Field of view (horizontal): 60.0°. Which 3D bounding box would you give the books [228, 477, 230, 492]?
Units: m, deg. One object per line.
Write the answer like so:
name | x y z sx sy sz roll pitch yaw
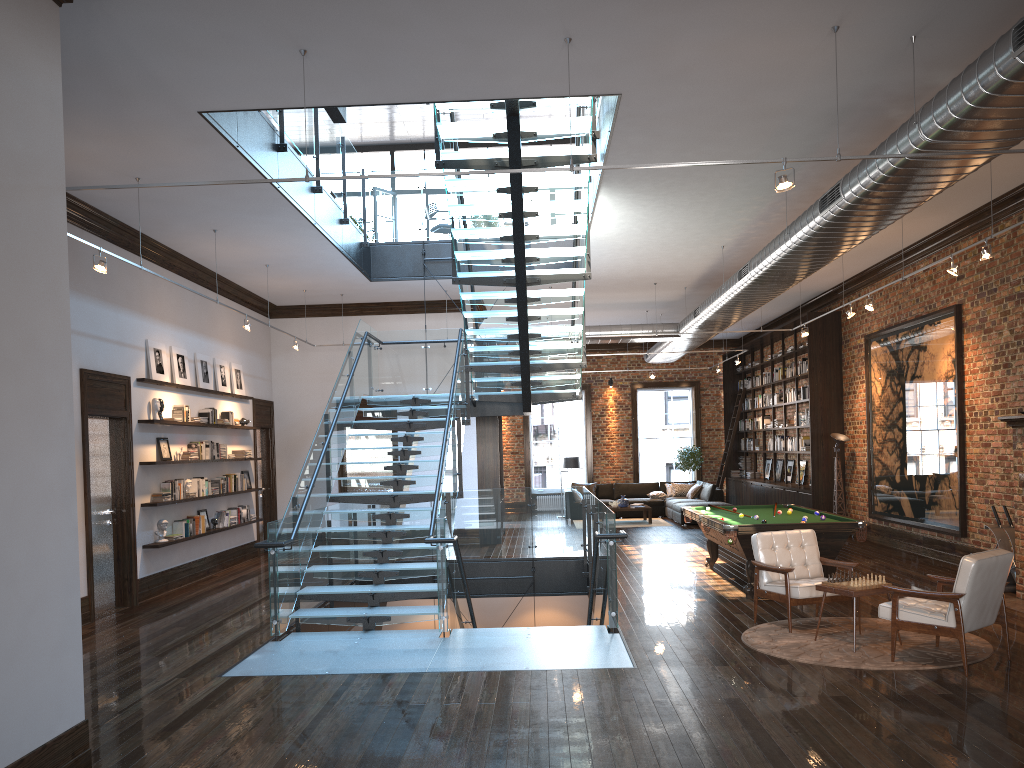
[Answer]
books | -4.319 1.518 13.330 0.142 0.224 0.014 -2 1 2

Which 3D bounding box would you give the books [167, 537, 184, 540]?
books | -4.356 1.991 11.415 0.141 0.011 0.287 -2 -4 4

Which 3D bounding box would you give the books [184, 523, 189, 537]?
books | -4.327 1.921 11.644 0.167 0.184 0.029 -2 1 2

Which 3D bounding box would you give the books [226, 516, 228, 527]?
books | -4.303 2.044 13.167 0.152 0.164 0.079 -2 0 2

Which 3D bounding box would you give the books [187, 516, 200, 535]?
books | -4.324 1.917 12.011 0.176 0.244 0.082 -2 0 2

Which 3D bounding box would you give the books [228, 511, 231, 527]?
books | -4.290 2.011 13.237 0.165 0.235 0.094 -2 0 2

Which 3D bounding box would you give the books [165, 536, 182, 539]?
books | -4.357 1.970 11.414 0.142 0.011 0.256 -2 -4 -1

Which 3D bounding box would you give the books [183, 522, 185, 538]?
books | -4.349 1.904 11.587 0.133 0.210 0.024 -2 1 2

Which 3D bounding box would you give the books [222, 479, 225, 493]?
books | -4.301 1.500 13.032 0.164 0.216 0.012 -2 1 2

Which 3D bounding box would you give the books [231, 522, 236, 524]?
books | -4.289 2.115 13.444 0.141 0.011 0.288 -2 -4 -3

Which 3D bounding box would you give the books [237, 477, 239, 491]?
books | -4.282 1.542 13.600 0.166 0.214 0.027 -2 1 2

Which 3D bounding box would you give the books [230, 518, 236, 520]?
books | -4.298 2.052 13.444 0.141 0.011 0.287 -2 -4 3

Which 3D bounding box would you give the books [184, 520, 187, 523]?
books | -4.355 1.908 11.712 0.114 0.220 0.022 -2 1 2

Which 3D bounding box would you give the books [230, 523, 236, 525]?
books | -4.295 2.126 13.445 0.142 0.011 0.256 -2 -4 3

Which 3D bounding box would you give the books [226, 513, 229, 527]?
books | -4.293 2.022 13.193 0.151 0.207 0.085 -2 0 2

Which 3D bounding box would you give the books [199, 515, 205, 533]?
books | -4.315 1.932 12.210 0.168 0.242 0.026 -2 1 2

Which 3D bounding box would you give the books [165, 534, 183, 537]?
books | -4.361 1.948 11.414 0.142 0.011 0.255 -2 -4 3

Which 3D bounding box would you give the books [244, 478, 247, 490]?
books | -4.273 1.586 13.999 0.156 0.186 0.051 -2 0 2

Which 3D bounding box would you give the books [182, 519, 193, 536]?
books | -4.339 1.916 11.862 0.140 0.226 0.060 -2 0 2

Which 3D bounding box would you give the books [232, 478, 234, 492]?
books | -4.303 1.537 13.465 0.159 0.205 0.015 -2 1 2

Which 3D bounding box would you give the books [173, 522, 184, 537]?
books | -4.355 1.906 11.569 0.131 0.203 0.011 -2 1 2

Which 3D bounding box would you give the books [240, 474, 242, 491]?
books | -4.289 1.536 13.787 0.169 0.254 0.035 -2 1 2

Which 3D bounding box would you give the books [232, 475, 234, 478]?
books | -4.300 1.511 13.481 0.144 0.260 0.019 -2 1 2

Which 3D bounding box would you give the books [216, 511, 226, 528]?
books | -4.310 1.998 13.085 0.146 0.234 0.142 -2 -1 2

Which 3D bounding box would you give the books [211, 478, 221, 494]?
books | -4.324 1.489 12.952 0.142 0.228 0.014 -2 1 2

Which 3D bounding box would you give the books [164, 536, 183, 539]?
books | -4.360 1.981 11.415 0.142 0.011 0.255 -2 -4 3

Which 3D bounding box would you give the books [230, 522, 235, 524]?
books | -4.298 2.105 13.444 0.141 0.011 0.286 -2 -4 1

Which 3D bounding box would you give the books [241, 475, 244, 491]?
books | -4.274 1.542 13.831 0.169 0.246 0.013 -2 1 2

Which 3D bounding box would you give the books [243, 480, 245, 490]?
books | -4.270 1.584 13.875 0.169 0.169 0.017 -2 1 2

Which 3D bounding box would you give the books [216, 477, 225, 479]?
books | -4.327 1.503 13.176 0.119 0.232 0.014 -2 1 2

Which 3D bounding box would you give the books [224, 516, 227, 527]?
books | -4.300 2.040 13.127 0.137 0.158 0.108 -2 -1 2

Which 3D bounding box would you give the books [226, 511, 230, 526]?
books | -4.298 2.014 13.217 0.157 0.233 0.107 -2 0 2

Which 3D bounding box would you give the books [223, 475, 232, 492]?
books | -4.304 1.506 13.407 0.128 0.259 0.035 -2 1 2

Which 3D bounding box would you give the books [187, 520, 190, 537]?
books | -4.338 1.908 11.728 0.152 0.221 0.011 -2 1 2

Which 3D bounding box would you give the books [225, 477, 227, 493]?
books | -4.316 1.508 13.228 0.115 0.229 0.025 -2 1 2

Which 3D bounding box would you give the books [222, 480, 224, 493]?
books | -4.310 1.506 12.983 0.163 0.198 0.029 -2 1 2

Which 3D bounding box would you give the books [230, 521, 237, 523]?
books | -4.290 2.094 13.444 0.141 0.011 0.288 -2 -4 6

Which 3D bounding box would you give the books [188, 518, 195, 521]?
books | -4.341 1.925 11.960 0.136 0.222 0.021 -2 1 2

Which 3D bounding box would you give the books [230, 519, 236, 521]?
books | -4.300 2.063 13.444 0.141 0.011 0.286 -2 -4 3

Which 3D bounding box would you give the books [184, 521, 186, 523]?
books | -4.361 1.914 11.686 0.130 0.204 0.030 -2 1 2

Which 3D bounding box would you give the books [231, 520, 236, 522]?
books | -4.291 2.083 13.444 0.142 0.011 0.257 -2 -4 -3

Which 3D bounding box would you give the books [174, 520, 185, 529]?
books | -4.355 1.898 11.615 0.126 0.226 0.031 -2 1 2

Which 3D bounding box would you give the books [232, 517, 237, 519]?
books | -4.292 2.041 13.443 0.141 0.011 0.288 -2 -4 6

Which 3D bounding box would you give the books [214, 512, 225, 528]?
books | -4.308 1.999 13.034 0.141 0.224 0.136 -2 -1 2

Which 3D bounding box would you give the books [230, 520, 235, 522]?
books | -4.301 2.073 13.444 0.141 0.011 0.286 -2 -4 2

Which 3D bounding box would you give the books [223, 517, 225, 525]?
books | -4.303 2.037 13.031 0.136 0.155 0.104 -2 -1 2

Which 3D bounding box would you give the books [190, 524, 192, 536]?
books | -4.326 1.936 11.748 0.167 0.168 0.029 -2 1 2

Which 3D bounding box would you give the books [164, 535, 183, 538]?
books | -4.355 1.959 11.414 0.141 0.011 0.288 -2 -4 5

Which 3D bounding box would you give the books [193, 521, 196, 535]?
books | -4.331 1.940 11.908 0.152 0.183 0.030 -2 1 2

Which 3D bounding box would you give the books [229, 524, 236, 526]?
books | -4.291 2.136 13.445 0.142 0.011 0.257 -2 -4 -2

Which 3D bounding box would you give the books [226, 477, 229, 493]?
books | -4.310 1.508 13.272 0.136 0.235 0.014 -2 1 2

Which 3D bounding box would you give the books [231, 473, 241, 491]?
books | -4.287 1.519 13.756 0.145 0.282 0.006 -2 1 2

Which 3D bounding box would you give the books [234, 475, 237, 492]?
books | -4.286 1.516 13.546 0.161 0.259 0.019 -2 1 2
